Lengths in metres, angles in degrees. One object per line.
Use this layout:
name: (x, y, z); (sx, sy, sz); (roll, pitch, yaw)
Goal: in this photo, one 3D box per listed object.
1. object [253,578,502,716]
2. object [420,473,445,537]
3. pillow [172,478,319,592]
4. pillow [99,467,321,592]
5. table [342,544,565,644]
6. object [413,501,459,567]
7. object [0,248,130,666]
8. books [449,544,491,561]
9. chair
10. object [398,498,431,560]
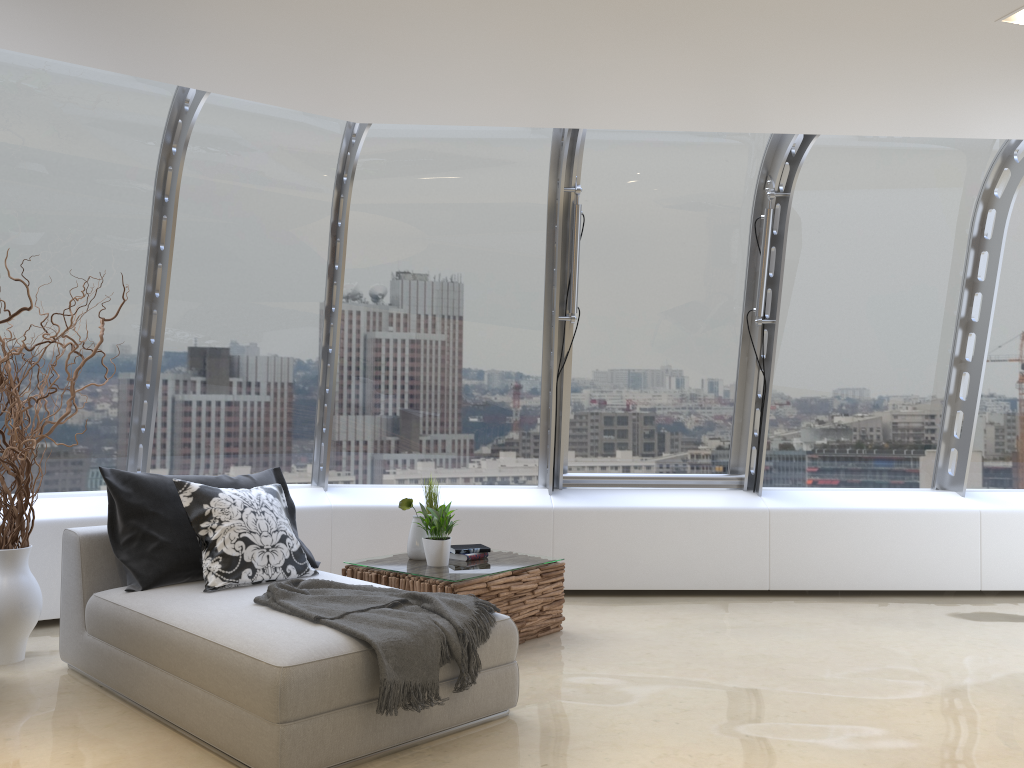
object: (-0.527, 1.026, 3.754); (1.024, 0.359, 0.825); (-1, -3, 43)
object: (-0.493, 0.780, 5.392); (0.150, 0.511, 0.153); (-1, -3, 43)
pillow: (-1.294, 0.725, 4.366); (0.431, 0.528, 0.683); (-1, -3, 39)
pillow: (-1.529, 0.712, 4.558); (0.510, 0.597, 1.070); (-1, -3, 45)
table: (-0.328, 1.245, 5.162); (0.923, 0.436, 1.007); (-1, -3, 40)
object: (-0.422, 0.840, 5.011); (0.284, 0.369, 0.215); (0, -2, 18)
object: (-2.745, 0.367, 4.384); (1.370, 2.059, 1.508); (1, -2, -14)
books: (-0.263, 1.002, 5.271); (0.265, 0.063, 0.246); (2, -2, -29)
chair: (-1.097, 1.061, 4.086); (2.068, 0.690, 1.176); (-1, -3, 45)
object: (-0.575, 0.841, 5.166); (0.152, 0.370, 0.297); (-1, -2, 29)
